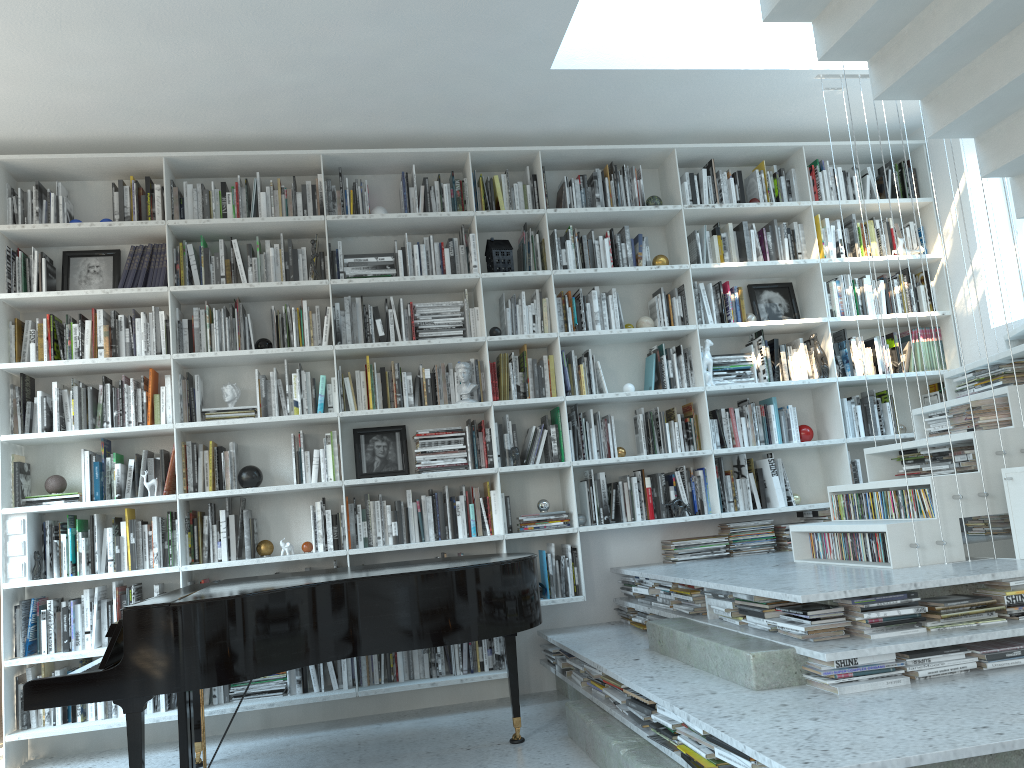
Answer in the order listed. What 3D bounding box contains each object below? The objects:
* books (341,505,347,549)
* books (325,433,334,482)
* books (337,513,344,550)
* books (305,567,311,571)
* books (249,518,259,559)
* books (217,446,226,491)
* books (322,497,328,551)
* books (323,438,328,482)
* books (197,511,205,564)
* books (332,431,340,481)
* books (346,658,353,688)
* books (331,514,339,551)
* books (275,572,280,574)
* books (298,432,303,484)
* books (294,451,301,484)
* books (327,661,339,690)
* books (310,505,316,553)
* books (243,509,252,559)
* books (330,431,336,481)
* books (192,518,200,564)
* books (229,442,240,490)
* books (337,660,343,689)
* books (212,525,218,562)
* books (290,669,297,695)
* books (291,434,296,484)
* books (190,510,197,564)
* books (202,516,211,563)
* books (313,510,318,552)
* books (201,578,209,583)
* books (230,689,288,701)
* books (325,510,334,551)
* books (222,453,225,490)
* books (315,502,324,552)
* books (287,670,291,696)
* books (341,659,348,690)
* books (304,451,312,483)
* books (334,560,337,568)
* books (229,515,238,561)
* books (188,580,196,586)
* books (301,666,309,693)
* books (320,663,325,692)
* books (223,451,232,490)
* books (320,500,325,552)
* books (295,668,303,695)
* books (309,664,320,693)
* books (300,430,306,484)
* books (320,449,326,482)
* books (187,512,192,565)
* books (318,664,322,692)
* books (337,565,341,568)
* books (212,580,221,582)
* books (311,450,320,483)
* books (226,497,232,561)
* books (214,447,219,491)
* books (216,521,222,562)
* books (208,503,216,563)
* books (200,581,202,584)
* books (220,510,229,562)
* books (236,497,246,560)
[{"bbox_3d":[-0.930,0.794,4.917,0.019,0.241,0.107,-4,-8,-11],"label":"books"},{"bbox_3d":[-1.011,0.418,4.926,0.027,0.269,0.178,-4,-8,-11],"label":"books"},{"bbox_3d":[-0.944,0.811,4.884,0.024,0.200,0.158,-4,-8,-11],"label":"books"},{"bbox_3d":[-1.101,1.147,4.820,0.025,0.294,0.134,-4,-8,-11],"label":"books"},{"bbox_3d":[-1.397,0.836,4.803,0.023,0.211,0.160,-4,-8,-11],"label":"books"},{"bbox_3d":[-1.580,0.469,4.839,0.028,0.247,0.143,-4,-8,-11],"label":"books"},{"bbox_3d":[-1.026,0.772,4.878,0.014,0.290,0.132,-4,-8,-11],"label":"books"},{"bbox_3d":[-1.028,0.430,4.915,0.012,0.244,0.171,-4,-8,-11],"label":"books"},{"bbox_3d":[-1.655,0.820,4.741,0.012,0.272,0.181,-4,-8,-11],"label":"books"},{"bbox_3d":[-0.976,0.409,4.927,0.021,0.281,0.162,-4,-8,-11],"label":"books"},{"bbox_3d":[-0.877,1.533,4.780,0.024,0.179,0.172,-4,-8,-11],"label":"books"},{"bbox_3d":[-0.973,0.818,4.892,0.031,0.194,0.142,-4,-8,-11],"label":"books"},{"bbox_3d":[-1.258,1.161,4.780,0.012,0.284,0.160,-4,-8,-11],"label":"books"},{"bbox_3d":[-1.165,0.419,4.911,0.011,0.291,0.156,-4,-8,-11],"label":"books"},{"bbox_3d":[-1.176,0.470,4.889,0.025,0.186,0.154,-4,-8,-11],"label":"books"},{"bbox_3d":[-0.977,1.492,4.769,0.073,0.275,0.181,-4,-8,-11],"label":"books"},{"bbox_3d":[-1.088,0.795,4.864,0.012,0.253,0.161,-4,-8,-11],"label":"books"},{"bbox_3d":[-1.421,0.811,4.787,0.027,0.260,0.163,-4,-8,-11],"label":"books"},{"bbox_3d":[-0.991,0.410,4.921,0.011,0.278,0.188,-4,-8,-11],"label":"books"},{"bbox_3d":[-1.676,0.839,4.743,0.030,0.239,0.157,-4,-8,-11],"label":"books"},{"bbox_3d":[-1.514,0.455,4.844,0.028,0.265,0.145,-4,-8,-11],"label":"books"},{"bbox_3d":[-0.930,1.499,4.790,0.025,0.258,0.133,-4,-8,-11],"label":"books"},{"bbox_3d":[-1.582,0.855,4.761,0.024,0.195,0.157,-4,-8,-11],"label":"books"},{"bbox_3d":[-1.169,1.511,4.742,0.031,0.265,0.144,-4,-8,-11],"label":"books"},{"bbox_3d":[-1.200,0.423,4.896,0.012,0.284,0.160,-4,-8,-11],"label":"books"},{"bbox_3d":[-1.700,0.820,4.745,0.013,0.283,0.146,-4,-8,-11],"label":"books"},{"bbox_3d":[-1.629,0.832,4.752,0.042,0.247,0.163,-4,-8,-11],"label":"books"},{"bbox_3d":[-1.075,0.809,4.872,0.015,0.225,0.148,-4,-8,-11],"label":"books"},{"bbox_3d":[-1.623,1.183,4.711,0.013,0.287,0.161,-4,-8,-11],"label":"books"},{"bbox_3d":[-1.333,1.644,4.695,0.285,0.007,0.160,-4,-9,-11],"label":"books"},{"bbox_3d":[-1.000,0.804,4.869,0.029,0.220,0.153,-4,-8,-11],"label":"books"},{"bbox_3d":[-1.556,0.484,4.820,0.011,0.207,0.180,-4,-8,-11],"label":"books"},{"bbox_3d":[-1.053,0.783,4.861,0.027,0.269,0.159,-4,-8,-11],"label":"books"},{"bbox_3d":[-1.187,1.516,4.722,0.012,0.253,0.161,-4,-8,-11],"label":"books"},{"bbox_3d":[-0.901,1.492,4.764,0.024,0.259,0.190,-4,-8,-11],"label":"books"},{"bbox_3d":[-1.129,0.471,4.912,0.030,0.182,0.154,-4,-8,-11],"label":"books"},{"bbox_3d":[-0.952,1.121,4.827,0.013,0.319,0.174,-4,-8,-11],"label":"books"},{"bbox_3d":[-1.500,0.829,4.789,0.029,0.240,0.136,-4,-8,-11],"label":"books"},{"bbox_3d":[-1.693,1.190,4.701,0.012,0.284,0.160,-4,-8,-11],"label":"books"},{"bbox_3d":[-1.110,1.521,4.750,0.028,0.237,0.136,-4,-8,-11],"label":"books"},{"bbox_3d":[-1.018,1.493,4.749,0.012,0.274,0.180,-4,-8,-11],"label":"books"},{"bbox_3d":[-1.537,0.479,4.821,0.028,0.216,0.175,-4,-8,-11],"label":"books"},{"bbox_3d":[-1.037,0.780,4.879,0.010,0.276,0.155,-4,-8,-11],"label":"books"},{"bbox_3d":[-1.134,1.538,4.731,0.029,0.202,0.178,-4,-8,-11],"label":"books"},{"bbox_3d":[-1.066,1.509,4.748,0.062,0.252,0.178,-4,-8,-11],"label":"books"},{"bbox_3d":[-1.154,0.414,4.910,0.012,0.297,0.166,-4,-8,-11],"label":"books"},{"bbox_3d":[-1.045,0.461,4.918,0.024,0.188,0.172,-4,-8,-11],"label":"books"},{"bbox_3d":[-1.714,0.826,4.751,0.013,0.275,0.147,-4,-8,-11],"label":"books"},{"bbox_3d":[-1.028,1.516,4.751,0.011,0.231,0.174,-4,-8,-11],"label":"books"},{"bbox_3d":[-0.935,1.136,4.838,0.021,0.289,0.160,-4,-8,-11],"label":"books"},{"bbox_3d":[-1.572,1.188,4.727,0.026,0.273,0.146,-4,-8,-11],"label":"books"},{"bbox_3d":[-1.084,0.463,4.906,0.057,0.188,0.156,-4,-8,-11],"label":"books"},{"bbox_3d":[-1.526,0.783,4.800,0.013,0.338,0.138,-4,-8,-11],"label":"books"},{"bbox_3d":[-1.597,0.470,4.819,0.014,0.243,0.153,-4,-8,-11],"label":"books"},{"bbox_3d":[-1.559,0.843,4.762,0.021,0.215,0.172,-4,-8,-11],"label":"books"},{"bbox_3d":[-1.605,0.798,4.760,0.014,0.313,0.166,-4,-8,-11],"label":"books"},{"bbox_3d":[-1.633,1.186,4.706,0.010,0.281,0.149,-4,-8,-11],"label":"books"},{"bbox_3d":[-1.538,0.815,4.767,0.027,0.268,0.185,-4,-8,-11],"label":"books"},{"bbox_3d":[-1.463,0.781,4.787,0.050,0.327,0.167,-4,-8,-11],"label":"books"}]
